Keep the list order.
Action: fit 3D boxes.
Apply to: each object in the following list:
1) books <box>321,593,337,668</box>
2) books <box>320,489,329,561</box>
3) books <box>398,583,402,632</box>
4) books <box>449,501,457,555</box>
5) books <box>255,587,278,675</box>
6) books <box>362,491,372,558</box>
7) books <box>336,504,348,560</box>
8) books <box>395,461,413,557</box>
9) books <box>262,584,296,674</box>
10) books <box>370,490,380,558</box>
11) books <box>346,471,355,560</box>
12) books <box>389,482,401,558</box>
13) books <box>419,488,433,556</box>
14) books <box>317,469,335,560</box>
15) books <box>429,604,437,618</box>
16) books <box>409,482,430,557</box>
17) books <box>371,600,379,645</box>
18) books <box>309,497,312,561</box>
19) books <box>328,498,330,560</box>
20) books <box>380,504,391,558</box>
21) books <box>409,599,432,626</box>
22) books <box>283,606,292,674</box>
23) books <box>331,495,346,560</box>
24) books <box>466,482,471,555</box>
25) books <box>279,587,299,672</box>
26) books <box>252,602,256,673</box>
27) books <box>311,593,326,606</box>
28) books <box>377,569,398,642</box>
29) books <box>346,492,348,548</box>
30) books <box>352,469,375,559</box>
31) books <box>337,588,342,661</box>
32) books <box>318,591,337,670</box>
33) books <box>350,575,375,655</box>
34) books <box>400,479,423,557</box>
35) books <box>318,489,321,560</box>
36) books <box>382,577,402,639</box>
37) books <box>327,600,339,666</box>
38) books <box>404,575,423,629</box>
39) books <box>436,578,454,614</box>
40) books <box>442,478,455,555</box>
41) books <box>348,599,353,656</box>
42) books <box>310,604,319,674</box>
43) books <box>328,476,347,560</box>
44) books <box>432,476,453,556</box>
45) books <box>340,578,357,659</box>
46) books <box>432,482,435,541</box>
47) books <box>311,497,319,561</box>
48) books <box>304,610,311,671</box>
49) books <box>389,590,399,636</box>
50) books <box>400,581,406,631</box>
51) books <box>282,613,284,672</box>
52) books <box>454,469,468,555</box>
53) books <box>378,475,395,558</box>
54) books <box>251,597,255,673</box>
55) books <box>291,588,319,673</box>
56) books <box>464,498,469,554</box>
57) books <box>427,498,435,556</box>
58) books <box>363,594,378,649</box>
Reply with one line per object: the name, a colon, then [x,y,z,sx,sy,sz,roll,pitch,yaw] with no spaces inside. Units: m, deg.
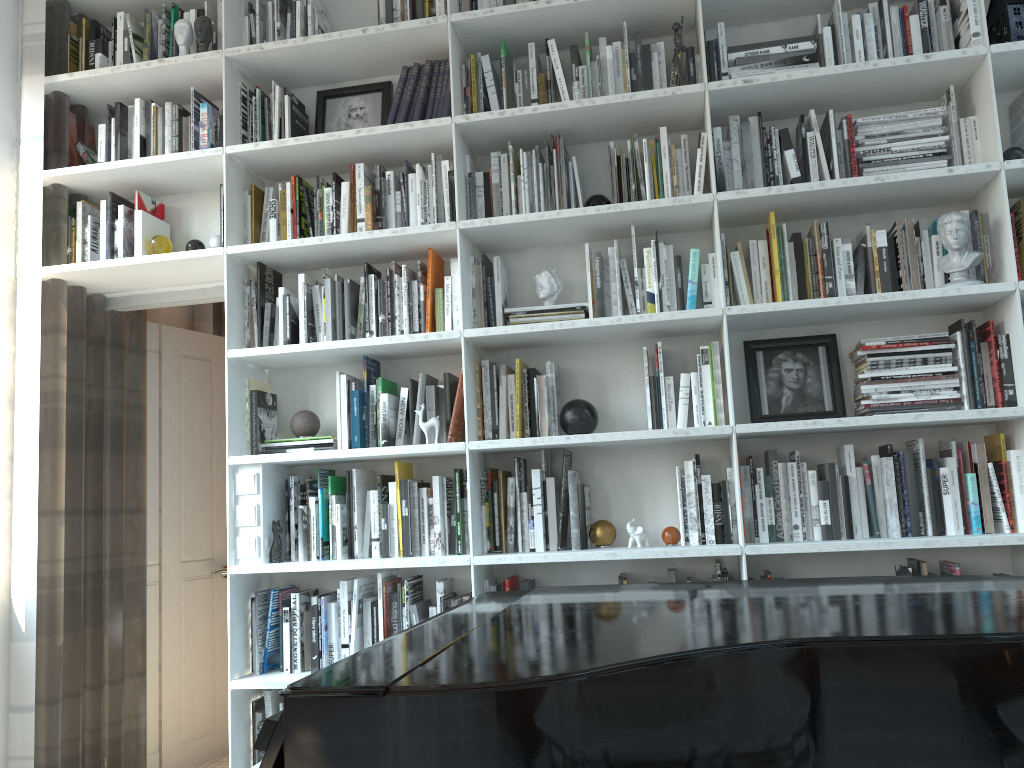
books: [-0.619,0.857,3.074,0.010,0.252,0.178,-4,-7,10]
books: [-0.634,0.491,3.118,0.009,0.244,0.185,-4,-7,10]
books: [-0.363,0.827,3.061,0.013,0.283,0.139,-4,-7,10]
books: [-0.185,0.492,3.055,0.041,0.181,0.142,-4,-7,10]
books: [-0.852,0.862,3.116,0.011,0.276,0.189,-4,-7,10]
books: [-0.484,0.492,3.122,0.045,0.230,0.138,-4,-7,10]
books: [-0.574,0.515,3.105,0.016,0.188,0.183,-4,-8,10]
books: [-0.366,0.434,3.086,0.021,0.322,0.172,-4,-7,10]
books: [-0.819,0.857,3.119,0.052,0.283,0.172,-4,-7,10]
books: [-0.452,0.487,3.099,0.027,0.229,0.159,-4,-7,10]
books: [-0.535,0.456,3.104,0.019,0.300,0.180,-4,-7,10]
books: [-0.385,0.470,3.088,0.026,0.254,0.176,-4,-7,10]
books: [-0.284,0.476,3.076,0.025,0.229,0.153,-4,-7,10]
books: [-0.654,0.460,3.142,0.006,0.314,0.145,-4,-7,10]
books: [-0.247,0.858,3.038,0.030,0.203,0.142,-4,-7,10]
books: [-0.313,0.466,3.068,0.028,0.248,0.159,-4,-7,10]
books: [-0.449,0.861,3.066,0.028,0.224,0.134,-4,-7,10]
books: [-0.676,0.510,3.144,0.015,0.218,0.176,-4,-7,10]
books: [-0.615,0.511,3.145,0.016,0.211,0.146,-4,-7,10]
books: [-0.412,0.507,3.078,0.029,0.181,0.190,-4,-8,10]
books: [-0.294,0.853,3.029,0.059,0.216,0.177,-4,-8,10]
books: [-0.748,0.883,3.101,0.022,0.220,0.187,-4,-8,10]
books: [-0.589,0.501,3.114,0.015,0.218,0.190,-4,-8,10]
books: [-0.127,0.457,3.034,0.010,0.239,0.174,-4,-7,10]
books: [-0.785,0.862,3.132,0.010,0.273,0.150,-4,-7,10]
books: [-0.867,0.884,3.133,0.029,0.238,0.154,-4,-7,10]
books: [-0.667,0.868,3.119,0.022,0.247,0.134,-4,-7,10]
books: [-0.422,0.806,3.045,0.014,0.325,0.171,-4,-7,10]
books: [-0.552,0.497,3.138,0.016,0.230,0.136,-4,-7,10]
books: [-0.517,0.454,3.114,0.012,0.306,0.189,-4,-7,10]
books: [-0.575,0.848,3.100,0.013,0.273,0.146,-4,-7,10]
books: [-0.629,0.856,3.081,0.013,0.256,0.189,-4,-7,10]
books: [-0.517,0.823,3.065,0.039,0.307,0.172,-4,-7,10]
books: [-0.342,0.462,3.069,0.028,0.260,0.181,-4,-7,10]
books: [-0.642,0.495,3.134,0.014,0.243,0.171,-4,-7,10]
books: [-0.407,0.821,3.049,0.012,0.295,0.176,-4,-7,10]
books: [-0.597,0.869,3.082,0.028,0.229,0.158,-4,-7,10]
books: [-0.332,0.813,3.039,0.013,0.300,0.173,-4,-7,10]
books: [-0.224,0.814,3.030,0.025,0.287,0.131,-4,-7,10]
books: [-0.213,0.455,3.065,0.013,0.259,0.142,-4,-7,10]
books: [-0.536,0.864,3.085,0.012,0.232,0.148,-4,-7,10]
books: [-0.649,0.874,3.080,0.028,0.223,0.189,-4,-8,10]
books: [-0.603,0.468,3.114,0.007,0.286,0.182,-4,-7,10]
books: [-0.233,0.452,3.050,0.021,0.265,0.185,-4,-7,10]
books: [-0.557,0.832,3.090,0.027,0.299,0.142,-4,-7,10]
books: [-0.245,0.464,3.068,0.010,0.246,0.160,-4,-7,10]
books: [-0.663,0.508,3.129,0.015,0.216,0.180,-4,-8,10]
books: [-0.690,0.893,3.117,0.025,0.199,0.137,-4,-7,10]
books: [-0.383,0.842,3.060,0.029,0.254,0.153,-4,-7,10]
books: [-0.348,0.820,3.046,0.022,0.290,0.137,-4,-7,10]
books: [-0.766,0.899,3.125,0.024,0.197,0.148,-4,-7,10]
books: [-0.164,0.436,3.037,0.014,0.286,0.179,-4,-7,10]
books: [-0.434,0.460,3.097,0.014,0.281,0.150,-4,-7,10]
books: [-0.885,0.880,3.151,0.012,0.253,0.161,-4,-7,10]
books: [-0.722,0.859,3.105,0.029,0.266,0.172,-4,-7,10]
books: [-0.137,0.488,3.059,0.023,0.186,0.130,-4,-7,10]
books: [-0.259,0.492,3.072,0.023,0.194,0.140,-4,-7,10]
books: [-0.477,0.857,3.076,0.031,0.238,0.132,-4,-7,10]
